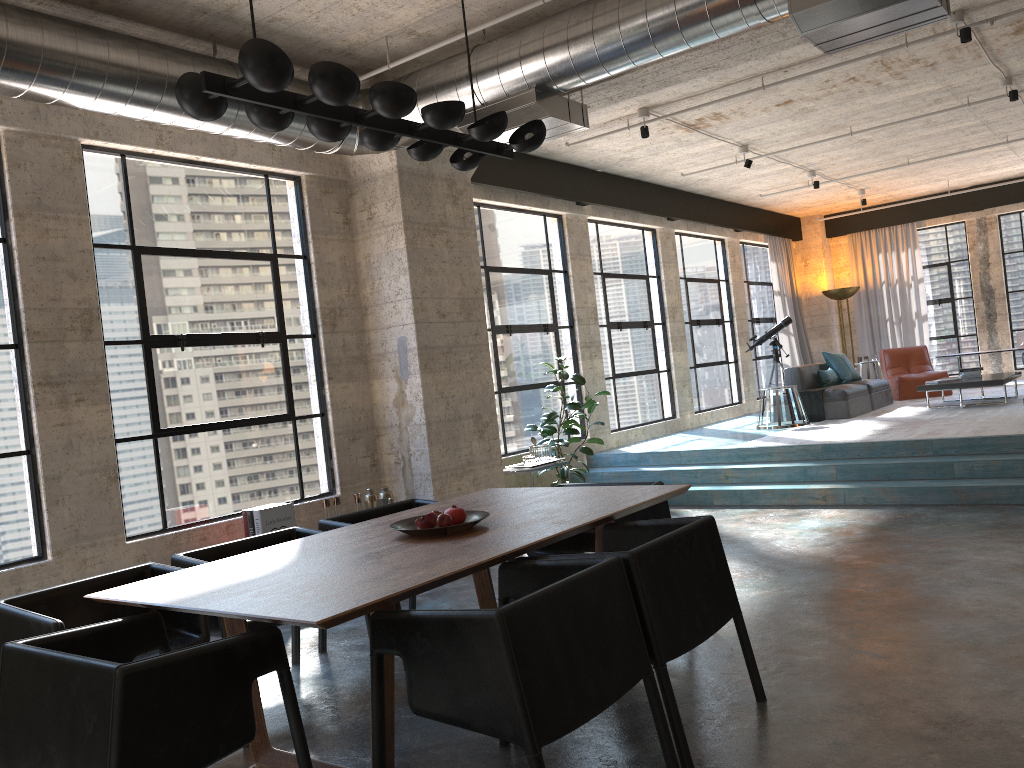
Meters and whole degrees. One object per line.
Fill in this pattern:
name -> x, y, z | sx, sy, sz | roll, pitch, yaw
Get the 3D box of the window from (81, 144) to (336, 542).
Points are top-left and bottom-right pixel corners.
window -> -2.075, -0.318, 6.302 | 0.081, 2.530, 1.780 | -6, 0, 37

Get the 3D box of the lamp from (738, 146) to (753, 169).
lamp -> 2.590, -2.500, 9.814 | 0.144, 0.252, 0.107 | -6, 0, 21

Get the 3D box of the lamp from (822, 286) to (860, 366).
lamp -> 5.633, -0.689, 14.928 | 0.619, 1.822, 0.619 | -6, 0, 37

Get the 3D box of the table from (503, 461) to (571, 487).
table -> 0.202, 1.034, 8.132 | 0.450, 0.563, 0.600 | -6, 0, 37

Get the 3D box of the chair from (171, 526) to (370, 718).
chair -> -1.143, 1.115, 4.229 | 0.754, 0.738, 0.707 | -6, 0, 42

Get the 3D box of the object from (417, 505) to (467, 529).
object -> -0.307, 0.580, 3.864 | 0.219, 0.097, 0.100 | -6, 0, -9

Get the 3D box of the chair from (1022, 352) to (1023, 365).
chair -> 7.311, -0.424, 11.533 | 0.975, 0.940, 0.820 | -6, 0, -13

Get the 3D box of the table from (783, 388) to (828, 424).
table -> 3.629, 0.271, 10.937 | 0.420, 0.390, 0.413 | -6, 0, 37

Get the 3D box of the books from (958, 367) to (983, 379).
books -> 5.688, -0.141, 10.975 | 0.279, 0.116, 0.322 | -6, 0, 22

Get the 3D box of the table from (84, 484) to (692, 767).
table -> -0.299, 1.013, 3.831 | 1.299, 0.756, 2.410 | -6, 0, 37

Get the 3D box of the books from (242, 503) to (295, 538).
books -> -1.618, 0.998, 5.924 | 0.191, 0.362, 0.277 | -6, 0, 37

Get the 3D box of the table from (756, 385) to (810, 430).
table -> 3.212, 0.272, 10.598 | 0.620, 0.472, 0.620 | -6, 0, 40

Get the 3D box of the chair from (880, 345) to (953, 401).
chair -> 5.907, -0.175, 13.062 | 0.801, 0.759, 0.920 | -6, 0, 7

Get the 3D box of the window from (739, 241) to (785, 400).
window -> 4.183, -1.052, 14.652 | 0.081, 2.530, 1.780 | -6, 0, 37

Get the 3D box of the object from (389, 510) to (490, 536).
object -> -0.312, 0.594, 3.840 | 0.435, 0.079, 0.435 | -6, 0, -16

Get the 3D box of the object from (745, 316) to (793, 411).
object -> 3.842, -0.271, 13.046 | 0.617, 1.406, 0.595 | -6, 0, 38

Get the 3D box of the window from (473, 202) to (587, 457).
window -> 0.155, -0.579, 9.278 | 0.081, 2.530, 1.780 | -6, 0, 37

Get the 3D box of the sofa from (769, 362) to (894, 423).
sofa -> 4.241, 0.045, 11.764 | 1.019, 0.680, 2.063 | -6, 0, 37

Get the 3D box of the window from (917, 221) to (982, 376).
window -> 6.915, -1.359, 15.153 | 1.780, 2.530, 0.081 | -6, 0, 37

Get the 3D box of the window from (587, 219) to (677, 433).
window -> 1.498, -0.737, 11.069 | 0.081, 2.530, 1.780 | -6, 0, 37

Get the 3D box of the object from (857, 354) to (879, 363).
object -> 5.098, -0.364, 12.706 | 0.287, 0.096, 0.206 | -6, 0, -13

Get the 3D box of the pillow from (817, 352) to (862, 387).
pillow -> 4.306, -0.219, 11.857 | 1.042, 0.466, 0.349 | -7, 0, -43

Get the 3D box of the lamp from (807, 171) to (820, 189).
lamp -> 3.958, -2.675, 11.653 | 0.143, 0.223, 0.107 | -6, 0, -19

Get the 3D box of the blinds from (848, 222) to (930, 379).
blinds -> 6.387, -1.351, 15.102 | 1.187, 2.986, 0.404 | -6, 0, 38

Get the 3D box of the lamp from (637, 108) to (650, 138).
lamp -> 1.197, -2.345, 7.990 | 0.107, 0.236, 0.145 | -6, 0, 20

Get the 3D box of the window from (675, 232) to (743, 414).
window -> 2.840, -0.895, 12.860 | 0.081, 2.530, 1.780 | -6, 0, 37

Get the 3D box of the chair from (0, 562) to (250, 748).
chair -> -1.602, 1.169, 3.585 | 0.754, 0.738, 0.707 | -6, 0, 37

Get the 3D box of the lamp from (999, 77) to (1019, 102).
lamp -> 4.628, -2.739, 8.265 | 0.141, 0.215, 0.107 | -6, 0, 19

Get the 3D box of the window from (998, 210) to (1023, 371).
window -> 8.697, -1.552, 13.801 | 1.780, 2.530, 0.081 | -6, 0, 37

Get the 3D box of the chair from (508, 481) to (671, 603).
chair -> 0.446, 0.936, 4.815 | 0.707, 0.738, 0.754 | -6, 0, 37

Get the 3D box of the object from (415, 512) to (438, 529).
object -> -0.363, 0.592, 3.819 | 0.110, 0.082, 0.088 | -6, 0, -13

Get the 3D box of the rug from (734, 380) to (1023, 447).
rug -> 5.693, 0.225, 11.079 | 2.954, 0.032, 7.768 | -6, 0, 37

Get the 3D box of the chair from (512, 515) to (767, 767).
chair -> 0.465, 0.939, 3.460 | 0.754, 0.738, 0.707 | -6, 0, 37

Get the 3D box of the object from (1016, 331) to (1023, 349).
object -> 7.757, -0.674, 13.421 | 0.214, 0.259, 0.154 | -6, 0, 37

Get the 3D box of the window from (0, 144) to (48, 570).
window -> -5.249, 0.055, 2.068 | 0.081, 2.530, 7.902 | -6, 0, 37

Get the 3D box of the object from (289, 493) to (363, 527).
object -> -1.309, 0.960, 6.355 | 0.703, 0.365, 0.199 | -7, 0, -42

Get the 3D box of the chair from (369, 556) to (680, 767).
chair -> 0.020, 0.992, 2.879 | 0.754, 0.738, 0.707 | -6, 0, 37

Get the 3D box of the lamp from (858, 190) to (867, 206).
lamp -> 5.347, -2.838, 13.513 | 0.143, 0.223, 0.107 | -7, 0, -30

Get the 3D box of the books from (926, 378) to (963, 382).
books -> 5.204, -0.045, 10.677 | 0.318, 0.011, 0.252 | -6, 0, -4

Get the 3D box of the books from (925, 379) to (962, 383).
books -> 5.197, -0.034, 10.681 | 0.318, 0.011, 0.252 | -6, 0, -9

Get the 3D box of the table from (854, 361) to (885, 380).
table -> 5.142, -0.018, 12.755 | 0.549, 0.603, 0.549 | -6, 0, 17

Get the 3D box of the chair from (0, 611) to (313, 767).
chair -> -1.119, 1.119, 2.715 | 0.707, 0.738, 0.754 | -6, 0, 37

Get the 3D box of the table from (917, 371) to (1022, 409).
table -> 5.593, 0.085, 10.780 | 0.900, 0.309, 1.500 | -6, 0, 37

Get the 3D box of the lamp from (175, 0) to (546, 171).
lamp -> -0.609, -1.720, 3.831 | 0.583, 1.327, 1.813 | -6, 0, 37

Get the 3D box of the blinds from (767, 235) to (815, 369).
blinds -> 4.785, -1.179, 14.934 | 0.384, 2.985, 1.131 | -6, 0, 37

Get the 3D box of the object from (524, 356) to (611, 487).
object -> 0.524, 0.509, 8.635 | 0.886, 1.552, 0.514 | -6, 0, 24

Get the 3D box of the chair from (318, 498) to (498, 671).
chair -> -0.598, 1.052, 4.873 | 0.754, 0.738, 0.707 | -6, 0, 42

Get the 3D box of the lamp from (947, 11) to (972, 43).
lamp -> 3.240, -2.576, 6.424 | 0.141, 0.215, 0.107 | -6, 0, 19

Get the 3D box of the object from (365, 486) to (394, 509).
object -> -0.923, 0.931, 6.793 | 0.415, 0.333, 0.248 | -6, 0, -17

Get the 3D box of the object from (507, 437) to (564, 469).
object -> 0.210, 0.623, 8.146 | 0.327, 0.253, 0.546 | -6, 0, 37

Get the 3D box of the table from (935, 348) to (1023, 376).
table -> 7.661, -0.268, 13.716 | 2.004, 0.530, 0.715 | -6, 0, 35
